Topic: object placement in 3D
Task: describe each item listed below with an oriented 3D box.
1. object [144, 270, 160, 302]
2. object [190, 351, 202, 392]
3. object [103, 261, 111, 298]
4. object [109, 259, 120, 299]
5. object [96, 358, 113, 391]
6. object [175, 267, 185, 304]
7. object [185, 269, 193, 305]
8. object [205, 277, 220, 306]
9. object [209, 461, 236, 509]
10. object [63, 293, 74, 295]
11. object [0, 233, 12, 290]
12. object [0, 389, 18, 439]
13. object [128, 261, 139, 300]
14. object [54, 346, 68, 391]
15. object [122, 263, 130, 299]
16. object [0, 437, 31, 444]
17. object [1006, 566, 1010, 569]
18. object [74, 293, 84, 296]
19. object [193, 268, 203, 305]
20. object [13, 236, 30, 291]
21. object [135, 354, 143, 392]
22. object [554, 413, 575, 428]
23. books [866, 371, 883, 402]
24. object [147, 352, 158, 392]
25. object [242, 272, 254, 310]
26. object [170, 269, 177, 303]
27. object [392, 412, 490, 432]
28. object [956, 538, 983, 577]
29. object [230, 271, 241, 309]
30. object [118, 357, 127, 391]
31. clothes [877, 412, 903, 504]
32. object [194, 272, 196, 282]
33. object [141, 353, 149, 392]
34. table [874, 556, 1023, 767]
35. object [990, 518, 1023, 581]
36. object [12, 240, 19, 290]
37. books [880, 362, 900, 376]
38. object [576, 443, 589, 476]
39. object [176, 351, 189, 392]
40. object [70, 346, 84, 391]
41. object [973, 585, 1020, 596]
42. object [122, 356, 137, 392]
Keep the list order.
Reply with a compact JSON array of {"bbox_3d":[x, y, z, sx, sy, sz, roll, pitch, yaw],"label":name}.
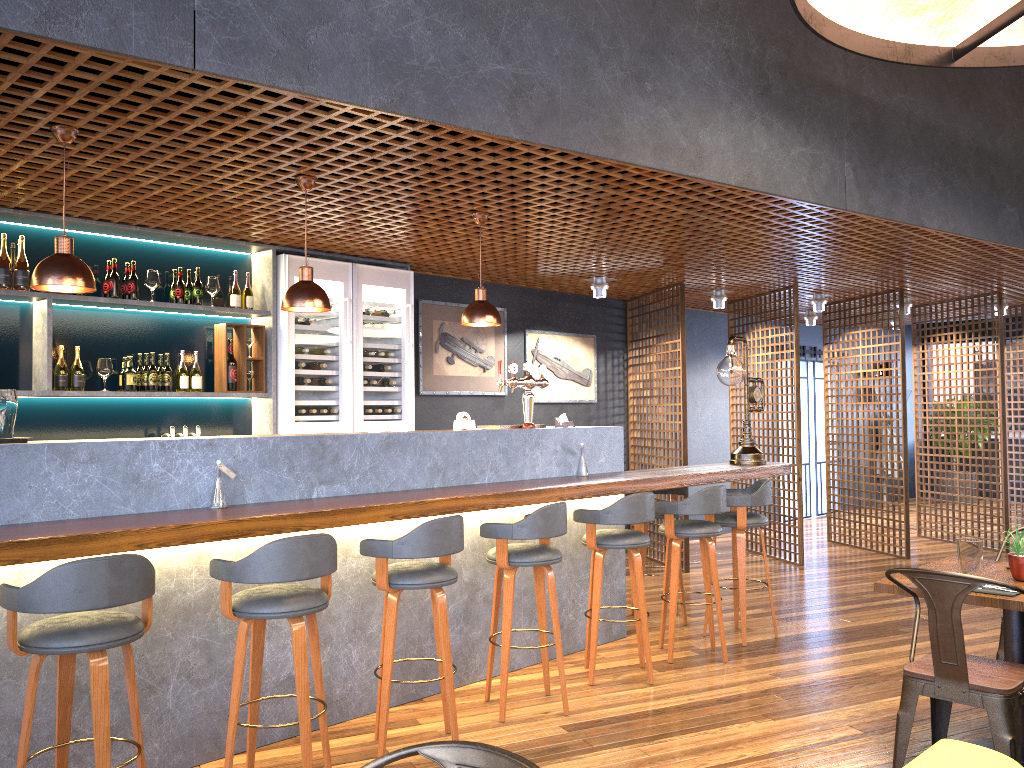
[{"bbox_3d":[-2.328,-0.630,5.739,0.097,0.206,0.097,-1,-2,14],"label":"object"},{"bbox_3d":[-2.140,-0.082,6.005,0.079,0.281,0.079,-2,-2,39],"label":"object"},{"bbox_3d":[-2.560,-0.655,5.633,0.063,0.254,0.063,-1,-2,7],"label":"object"},{"bbox_3d":[-2.494,-0.658,5.557,0.063,0.254,0.063,-2,-3,42],"label":"object"},{"bbox_3d":[-2.539,-0.055,5.531,0.097,0.206,0.097,-1,-2,14],"label":"object"},{"bbox_3d":[-2.211,-0.649,5.906,0.063,0.254,0.063,-1,-2,-3],"label":"object"},{"bbox_3d":[-2.183,-0.647,5.991,0.063,0.254,0.063,-1,-2,8],"label":"object"},{"bbox_3d":[-2.042,-0.623,6.045,0.097,0.206,0.097,-1,-2,14],"label":"object"},{"bbox_3d":[-1.266,0.434,3.855,0.069,0.203,0.114,-2,-2,34],"label":"object"},{"bbox_3d":[-2.689,-0.648,5.378,0.056,0.227,0.056,-1,-2,22],"label":"object"},{"bbox_3d":[-2.941,-0.706,5.130,0.084,0.330,0.084,1,-2,-38],"label":"object"},{"bbox_3d":[-1.981,0.126,3.447,0.105,0.209,0.105,0,-2,-10],"label":"object"},{"bbox_3d":[-2.412,-0.656,5.649,0.063,0.254,0.063,-1,-2,17],"label":"object"},{"bbox_3d":[-2.747,-0.095,5.403,0.079,0.281,0.079,1,-2,-41],"label":"object"},{"bbox_3d":[-2.480,-0.653,5.715,0.063,0.254,0.063,-2,-2,32],"label":"object"},{"bbox_3d":[-2.123,0.221,3.414,0.437,0.019,0.273,1,-3,-45],"label":"object"},{"bbox_3d":[2.390,0.831,4.011,0.255,0.019,0.157,-2,-3,45],"label":"object"},{"bbox_3d":[-2.645,-0.647,5.422,0.056,0.227,0.056,-2,-2,32],"label":"object"},{"bbox_3d":[-2.101,-0.650,5.930,0.063,0.254,0.063,0,-2,-17],"label":"object"},{"bbox_3d":[-2.874,-0.705,5.200,0.084,0.330,0.084,1,-2,-38],"label":"object"},{"bbox_3d":[-2.437,-0.071,5.805,0.063,0.254,0.063,-1,-2,8],"label":"object"},{"bbox_3d":[0.341,0.234,5.730,0.091,0.091,0.177,-1,-2,20],"label":"object"},{"bbox_3d":[5.593,0.044,13.720,0.223,0.489,0.286,-2,-2,37],"label":"books"},{"bbox_3d":[-2.311,-0.076,5.700,0.063,0.254,0.063,1,-3,-42],"label":"object"},{"bbox_3d":[-1.874,-0.653,6.292,0.079,0.281,0.079,-1,-2,14],"label":"object"},{"bbox_3d":[-2.276,-0.646,5.984,0.063,0.254,0.063,0,-2,-17],"label":"object"},{"bbox_3d":[-0.453,0.210,4.970,0.766,0.106,0.200,1,-3,-45],"label":"object"},{"bbox_3d":[1.941,0.747,3.757,0.102,0.178,0.102,0,-2,-9],"label":"object"},{"bbox_3d":[-1.941,-0.655,6.225,0.079,0.281,0.079,1,-2,-36],"label":"object"},{"bbox_3d":[-2.487,-0.059,5.701,0.088,0.224,0.088,-2,-2,40],"label":"object"},{"bbox_3d":[5.952,1.143,13.933,0.401,1.494,0.423,-2,-2,41],"label":"clothes"},{"bbox_3d":[-2.170,-0.644,6.095,0.063,0.254,0.063,1,-2,-37],"label":"object"},{"bbox_3d":[-2.372,-0.073,5.753,0.063,0.254,0.063,0,-2,-17],"label":"object"},{"bbox_3d":[2.177,1.218,3.770,0.906,0.763,0.887,1,-3,-45],"label":"table"},{"bbox_3d":[2.164,0.700,3.780,0.260,0.271,0.238,0,-2,-23],"label":"object"},{"bbox_3d":[-2.943,-0.700,5.307,0.084,0.330,0.084,1,-2,-38],"label":"object"},{"bbox_3d":[6.063,-0.232,14.209,0.450,0.245,0.177,1,-3,-45],"label":"books"},{"bbox_3d":[0.438,0.472,5.555,0.069,0.203,0.114,0,-2,-10],"label":"object"},{"bbox_3d":[-2.207,-0.084,5.939,0.079,0.281,0.079,-1,-2,19],"label":"object"},{"bbox_3d":[-2.681,-0.093,5.468,0.079,0.281,0.079,-1,-2,24],"label":"object"},{"bbox_3d":[1.914,0.822,3.584,0.255,0.019,0.157,-2,-3,45],"label":"object"},{"bbox_3d":[-2.421,-0.062,5.613,0.088,0.224,0.088,-1,-2,15],"label":"object"}]
